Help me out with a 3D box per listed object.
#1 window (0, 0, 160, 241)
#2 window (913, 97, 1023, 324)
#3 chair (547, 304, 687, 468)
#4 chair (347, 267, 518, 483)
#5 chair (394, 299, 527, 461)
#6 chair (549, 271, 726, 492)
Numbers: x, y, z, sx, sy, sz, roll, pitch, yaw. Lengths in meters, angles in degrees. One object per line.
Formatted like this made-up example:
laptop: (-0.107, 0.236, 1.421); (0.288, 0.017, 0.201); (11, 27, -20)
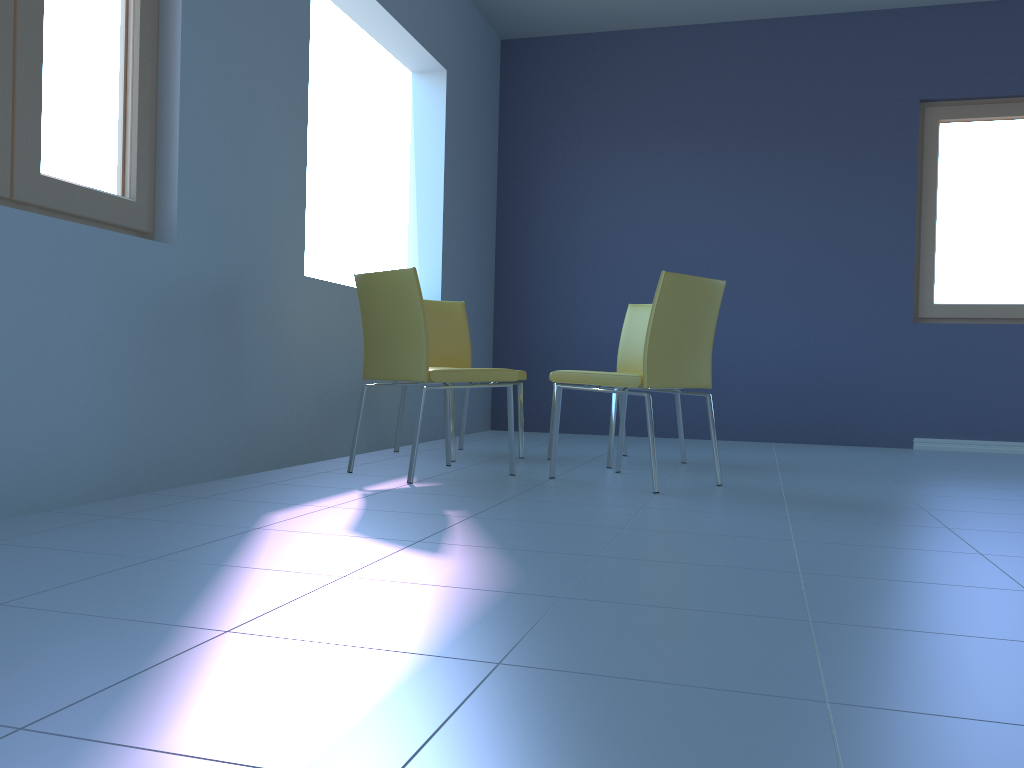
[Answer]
window: (-1.237, -1.036, 1.900); (0.142, 1.263, 1.475); (2, 1, 16)
window: (3.013, -0.956, 4.878); (1.475, 1.263, 0.142); (2, 1, 16)
chair: (0.468, -0.017, 3.797); (0.484, 0.699, 0.387); (1, 1, -38)
chair: (-0.285, -0.032, 3.135); (0.484, 0.695, 0.387); (1, 1, -43)
chair: (-0.237, -0.039, 3.901); (0.387, 0.695, 0.484); (1, 1, -38)
chair: (0.443, -0.012, 3.059); (0.387, 0.695, 0.484); (1, 1, -43)
